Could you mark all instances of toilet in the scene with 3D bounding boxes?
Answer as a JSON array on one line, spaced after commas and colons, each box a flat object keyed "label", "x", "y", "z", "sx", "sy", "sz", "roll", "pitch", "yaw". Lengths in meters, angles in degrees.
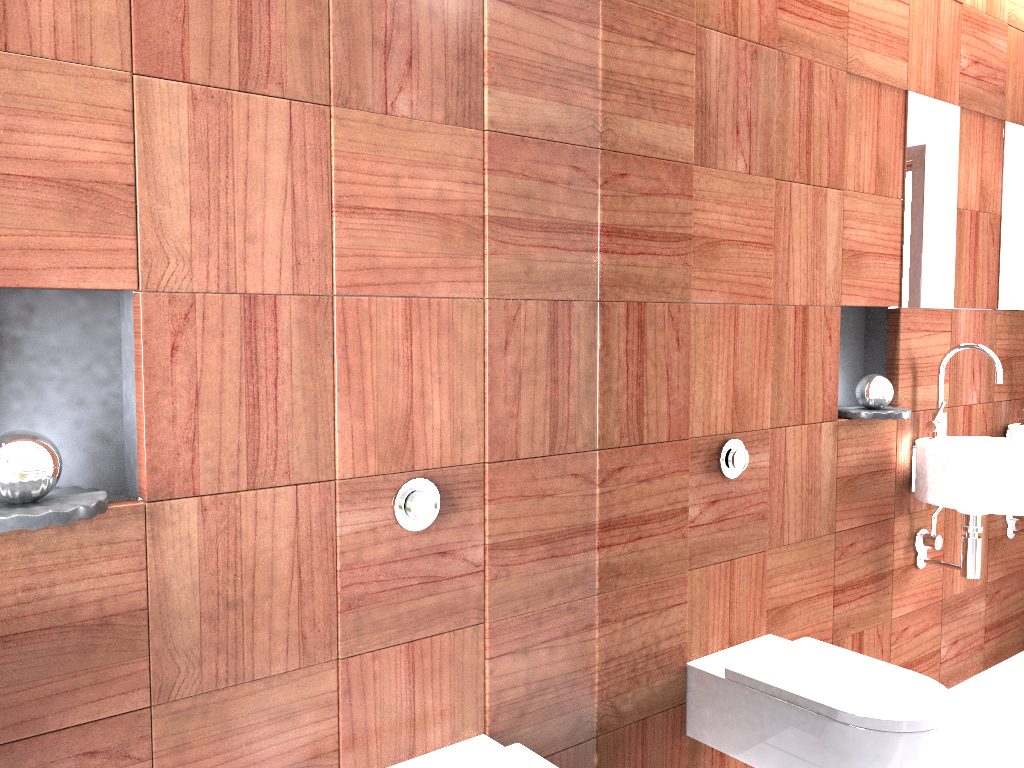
[{"label": "toilet", "x": -0.019, "y": 0.832, "z": 1.454, "sx": 0.329, "sy": 0.284, "sz": 0.547, "roll": -3, "pitch": 5, "yaw": -38}]

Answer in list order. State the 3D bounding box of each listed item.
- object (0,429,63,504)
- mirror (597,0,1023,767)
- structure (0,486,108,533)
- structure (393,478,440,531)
[{"label": "object", "x": -1.173, "y": 0.140, "z": 0.846, "sx": 1.350, "sy": 0.104, "sz": 0.104, "roll": -3, "pitch": 5, "yaw": -38}, {"label": "mirror", "x": 0.633, "y": -0.091, "z": 1.322, "sx": 0.019, "sy": 2.183, "sz": 1.433, "roll": -3, "pitch": 5, "yaw": -38}, {"label": "structure", "x": -0.687, "y": 0.173, "z": 1.242, "sx": 0.222, "sy": 0.023, "sz": 0.220, "roll": 4, "pitch": 5, "yaw": 42}, {"label": "structure", "x": -0.168, "y": 0.222, "z": 1.619, "sx": 0.098, "sy": 0.098, "sz": 0.034, "roll": -3, "pitch": 5, "yaw": -38}]
